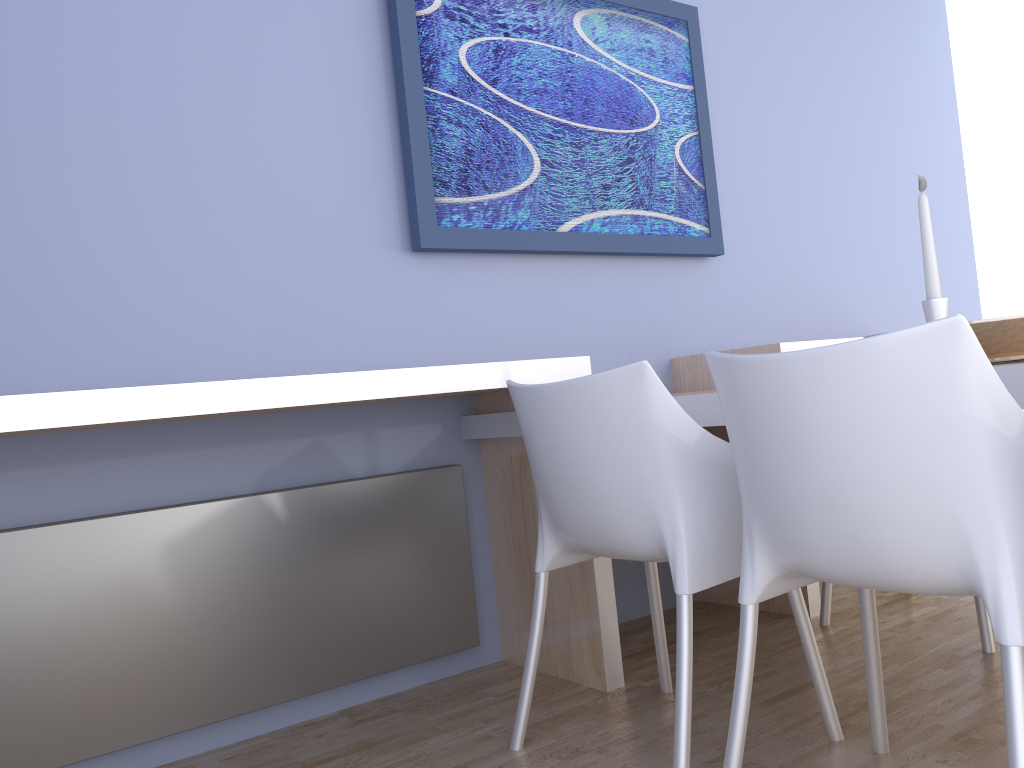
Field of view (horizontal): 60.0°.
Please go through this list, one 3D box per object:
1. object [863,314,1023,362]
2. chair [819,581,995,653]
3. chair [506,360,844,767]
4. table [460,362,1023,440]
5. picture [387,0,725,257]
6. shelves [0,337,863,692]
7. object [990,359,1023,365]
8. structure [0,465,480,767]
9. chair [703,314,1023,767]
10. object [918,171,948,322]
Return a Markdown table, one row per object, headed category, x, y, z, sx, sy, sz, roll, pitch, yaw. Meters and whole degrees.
| category | x | y | z | sx | sy | sz | roll | pitch | yaw |
| --- | --- | --- | --- | --- | --- | --- | --- | --- | --- |
| object | 0.990 | -0.086 | 1.824 | 0.493 | 0.081 | 0.493 | -6 | -1 | -17 |
| chair | 1.201 | 0.277 | 2.554 | 0.486 | 0.793 | 0.510 | -5 | -2 | -36 |
| chair | 0.292 | 0.355 | 1.858 | 0.486 | 0.793 | 0.510 | -5 | -2 | -36 |
| table | 0.968 | 0.323 | 1.896 | 1.002 | 0.718 | 2.340 | -5 | -2 | -36 |
| picture | 0.195 | -0.866 | 2.844 | 1.252 | 0.901 | 0.049 | -5 | -2 | -36 |
| shelves | 0.198 | 0.356 | 2.504 | 3.901 | 0.840 | 0.463 | -5 | -2 | -36 |
| object | 0.999 | -0.045 | 1.824 | 0.594 | 0.005 | 0.986 | -5 | -2 | -36 |
| structure | 0.156 | 0.451 | 2.687 | 3.843 | 0.503 | 0.064 | -5 | -2 | -36 |
| chair | 0.623 | 0.310 | 1.391 | 0.486 | 0.793 | 0.510 | -5 | -2 | -36 |
| object | 0.725 | -0.197 | 1.535 | 0.045 | 0.349 | 0.045 | -6 | -1 | 6 |
